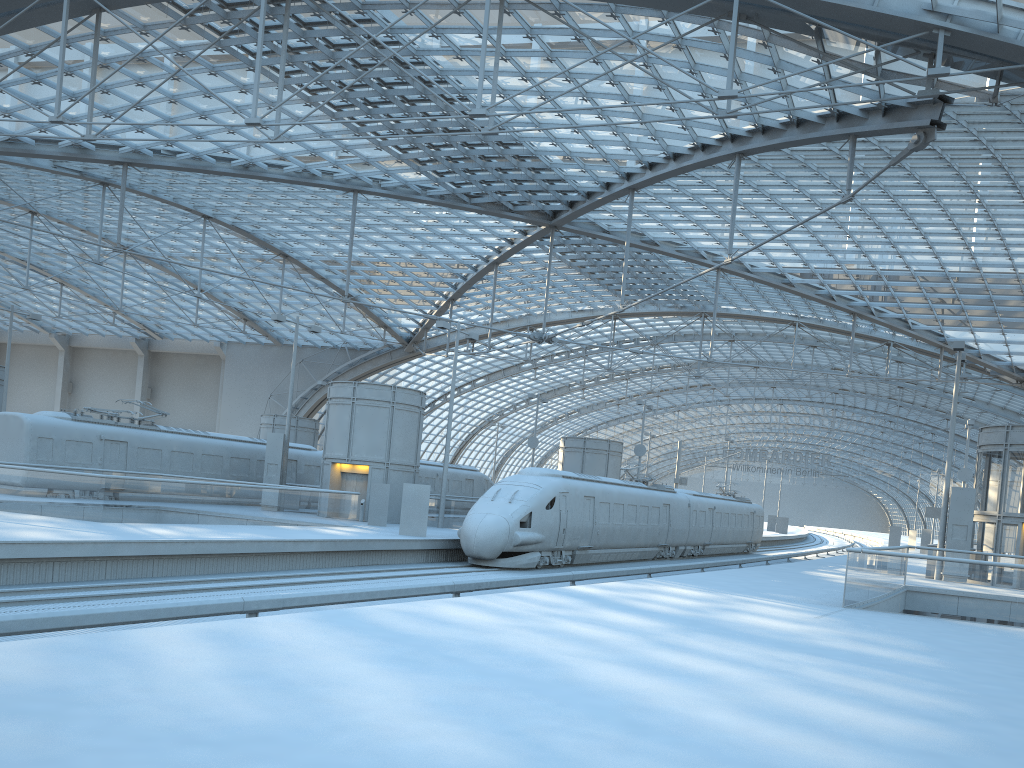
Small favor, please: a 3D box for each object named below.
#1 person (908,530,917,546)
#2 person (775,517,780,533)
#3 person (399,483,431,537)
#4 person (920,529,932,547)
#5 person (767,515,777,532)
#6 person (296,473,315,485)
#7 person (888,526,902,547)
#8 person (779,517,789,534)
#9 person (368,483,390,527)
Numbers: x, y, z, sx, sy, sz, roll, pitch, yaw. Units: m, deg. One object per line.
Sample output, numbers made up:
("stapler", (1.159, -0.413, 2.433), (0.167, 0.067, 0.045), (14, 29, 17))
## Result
("person", (31.266, 12.228, 68.644), (0.001, 1.614, 0.805), (5, -1, -17))
("person", (27.917, 14.682, 91.352), (0.871, 1.708, 0.001), (5, 0, 27))
("person", (-3.083, 4.048, 28.061), (0.875, 1.709, 0.001), (5, 1, 1))
("person", (29.137, 11.118, 61.973), (0.068, 1.811, 0.778), (5, 0, -31))
("person", (28.268, 15.213, 95.912), (0.896, 1.802, 0.001), (5, 0, 22))
("person", (-9.527, 4.991, 40.365), (0.827, 1.735, 0.001), (5, 1, 1))
("person", (28.048, 11.310, 64.290), (0.001, 1.802, 0.896), (5, 0, -37))
("person", (27.155, 14.182, 87.752), (0.823, 1.735, 0.001), (5, 0, 27))
("person", (-4.870, 4.447, 32.232), (0.709, 1.615, 0.001), (5, 1, 6))
